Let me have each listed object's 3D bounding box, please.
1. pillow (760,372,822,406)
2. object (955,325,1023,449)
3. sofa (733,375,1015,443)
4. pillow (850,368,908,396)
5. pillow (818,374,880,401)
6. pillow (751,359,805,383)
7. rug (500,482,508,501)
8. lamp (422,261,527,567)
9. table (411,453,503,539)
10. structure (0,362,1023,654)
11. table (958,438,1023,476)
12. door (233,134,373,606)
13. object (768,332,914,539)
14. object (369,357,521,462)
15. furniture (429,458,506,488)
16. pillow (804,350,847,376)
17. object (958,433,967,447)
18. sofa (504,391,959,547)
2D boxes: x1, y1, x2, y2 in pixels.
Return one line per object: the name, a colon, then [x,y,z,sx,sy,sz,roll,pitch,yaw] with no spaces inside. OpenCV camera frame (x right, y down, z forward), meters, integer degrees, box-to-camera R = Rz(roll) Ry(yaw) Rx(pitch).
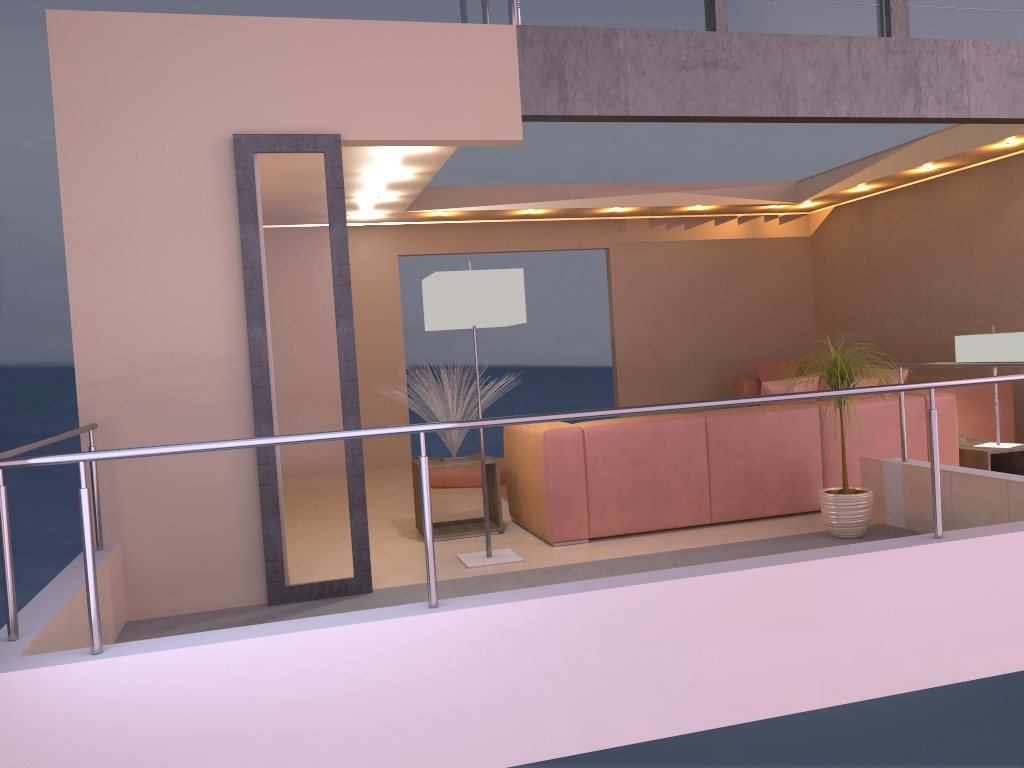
pillow: [1.754,0.171,5.624,0.470,0.468,0.211,-4,2,-20]
object: [3.199,0.011,5.864,0.344,0.799,0.344,-5,3,-36]
sofa: [3.114,0.270,8.083,0.943,0.672,2.781,-4,2,-15]
pillow: [2.372,0.123,5.978,0.314,0.455,0.519,-4,2,-18]
pillow: [2.133,0.141,5.720,0.492,0.446,0.255,-5,2,-31]
pillow: [2.783,-0.012,9.071,0.554,0.486,0.335,-4,2,-18]
rug: [1.091,0.759,7.403,2.626,0.005,1.833,-4,2,-15]
lamp: [-0.171,0.141,4.701,0.454,1.578,0.454,-4,2,-15]
table: [-0.346,0.686,5.496,0.469,0.436,0.415,-4,2,-15]
structure: [0.370,0.310,3.613,4.176,0.541,1.663,-4,2,-15]
table: [3.122,0.541,6.156,0.412,0.268,0.918,-4,2,-15]
door: [-0.967,-0.070,4.130,0.480,2.160,0.056,-4,2,-15]
object: [1.761,0.269,4.704,0.729,1.088,0.703,-2,3,44]
object: [-0.360,0.155,5.394,0.703,0.634,0.700,-2,2,32]
furniture: [-0.364,0.764,7.642,0.699,0.226,0.659,-3,2,15]
pillow: [3.062,-0.059,8.747,0.302,0.528,0.582,-5,2,-31]
object: [3.022,0.374,5.953,0.061,0.091,0.061,-3,2,26]
sofa: [1.393,0.466,5.691,2.781,0.672,0.943,-4,2,-15]
